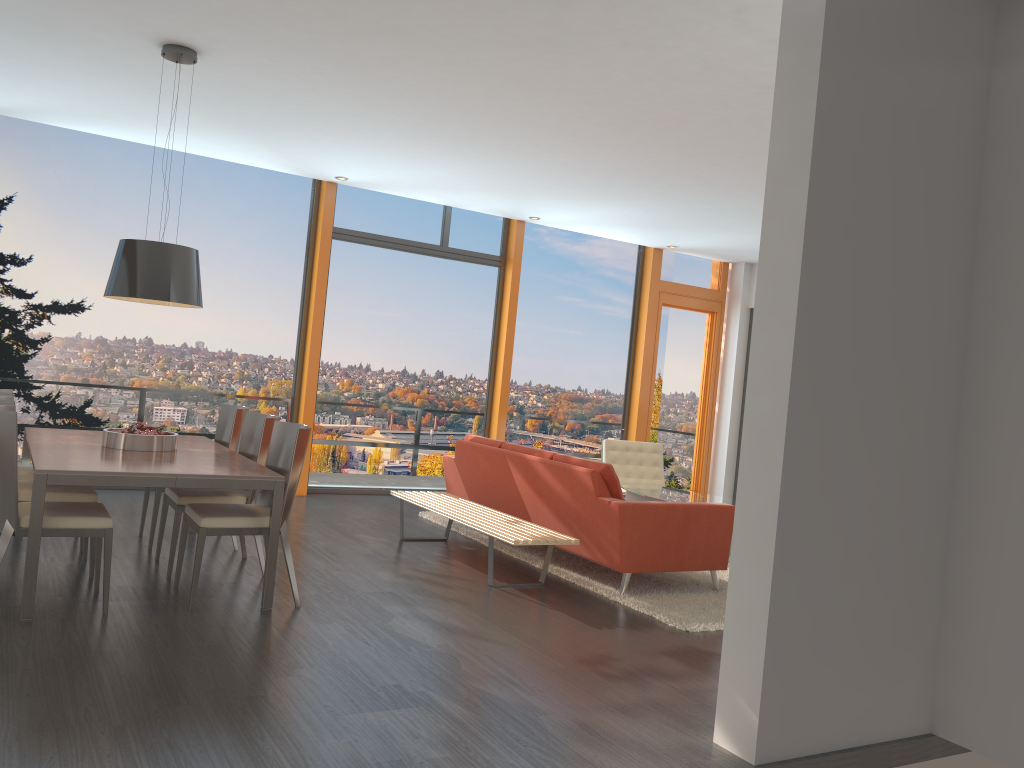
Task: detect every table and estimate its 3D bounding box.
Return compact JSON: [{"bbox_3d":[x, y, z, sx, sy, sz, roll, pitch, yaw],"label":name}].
[{"bbox_3d":[-2.277,0.771,5.328,1.171,0.765,2.152,6,0,-30],"label":"table"},{"bbox_3d":[1.637,1.244,7.725,0.947,0.464,1.999,6,0,-29],"label":"table"}]

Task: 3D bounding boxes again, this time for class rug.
[{"bbox_3d":[1.350,1.442,7.449,2.983,0.043,3.773,5,0,-30],"label":"rug"}]

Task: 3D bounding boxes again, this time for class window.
[{"bbox_3d":[0.708,-0.298,10.620,1.843,3.346,0.070,6,0,-30],"label":"window"},{"bbox_3d":[-1.088,-0.470,9.578,2.103,3.346,0.070,6,0,-30],"label":"window"},{"bbox_3d":[2.143,-0.161,11.343,1.156,3.346,0.211,6,0,-30],"label":"window"},{"bbox_3d":[3.376,-0.039,10.859,0.065,3.340,1.410,6,0,-30],"label":"window"},{"bbox_3d":[-3.349,-0.686,8.267,2.923,3.346,0.070,6,0,-30],"label":"window"}]

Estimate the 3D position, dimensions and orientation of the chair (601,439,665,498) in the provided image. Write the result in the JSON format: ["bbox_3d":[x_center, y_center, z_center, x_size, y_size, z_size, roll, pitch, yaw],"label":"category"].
[{"bbox_3d":[1.339,1.021,9.138,0.700,0.817,0.707,6,0,-20],"label":"chair"}]

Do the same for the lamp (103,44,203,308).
[{"bbox_3d":[-2.104,-1.284,5.407,0.567,1.580,0.567,5,0,-1],"label":"lamp"}]

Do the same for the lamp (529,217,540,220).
[{"bbox_3d":[0.248,-1.817,9.740,0.129,0.010,0.129,6,0,15],"label":"lamp"}]

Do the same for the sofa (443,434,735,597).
[{"bbox_3d":[0.431,0.932,6.934,1.037,0.852,2.598,6,0,-30],"label":"sofa"}]

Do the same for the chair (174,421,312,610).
[{"bbox_3d":[-1.466,0.695,4.917,0.614,0.968,0.548,6,0,-30],"label":"chair"}]

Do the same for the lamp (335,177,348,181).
[{"bbox_3d":[-1.659,-1.999,8.634,0.129,0.010,0.129,6,0,15],"label":"lamp"}]

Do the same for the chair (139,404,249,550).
[{"bbox_3d":[-2.195,0.624,6.185,0.614,0.968,0.548,6,0,-30],"label":"chair"}]

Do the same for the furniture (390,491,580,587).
[{"bbox_3d":[-0.291,1.112,6.452,0.492,0.357,2.006,6,0,-30],"label":"furniture"}]

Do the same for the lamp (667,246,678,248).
[{"bbox_3d":[1.937,-1.656,10.719,0.129,0.010,0.129,6,0,15],"label":"lamp"}]

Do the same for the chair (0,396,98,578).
[{"bbox_3d":[-2.697,0.577,5.061,0.614,0.968,0.548,6,0,-30],"label":"chair"}]

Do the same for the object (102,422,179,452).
[{"bbox_3d":[-2.268,0.311,5.422,0.427,0.154,0.427,5,0,14],"label":"object"}]

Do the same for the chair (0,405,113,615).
[{"bbox_3d":[-2.316,0.614,4.398,0.614,0.968,0.548,6,0,-30],"label":"chair"}]

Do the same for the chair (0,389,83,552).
[{"bbox_3d":[-3.045,0.543,5.666,0.614,0.968,0.548,6,0,-30],"label":"chair"}]

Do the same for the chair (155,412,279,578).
[{"bbox_3d":[-1.814,0.661,5.522,0.614,0.968,0.548,6,0,-30],"label":"chair"}]
